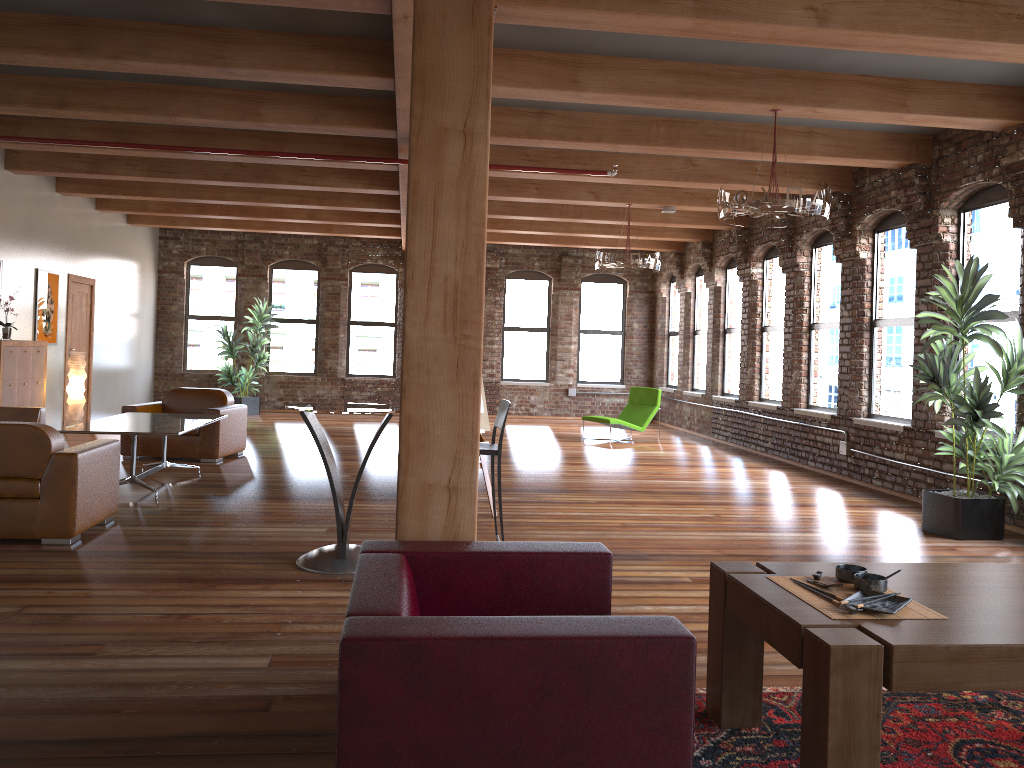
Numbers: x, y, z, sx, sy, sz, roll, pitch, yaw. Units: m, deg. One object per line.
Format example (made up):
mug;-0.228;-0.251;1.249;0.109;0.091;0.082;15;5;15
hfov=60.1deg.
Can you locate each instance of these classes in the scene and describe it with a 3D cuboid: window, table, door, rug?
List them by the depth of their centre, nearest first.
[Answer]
rug;1.563;1.222;2.797;2.461;0.009;1.344;2;2;-7
table;1.617;0.951;2.812;1.750;0.550;0.901;2;1;-7
table;-0.973;0.596;5.196;0.722;0.925;0.721;2;1;18
window;4.029;-0.605;7.553;0.235;2.216;0.968;2;0;-7
table;-3.140;0.605;7.667;0.939;0.560;1.872;2;2;-7
window;3.854;-0.665;9.010;0.232;2.216;0.968;2;0;-7
window;3.683;-0.725;10.468;0.236;2.216;0.968;2;0;-7
window;3.506;-0.786;11.924;0.230;2.216;0.968;2;0;-7
door;-6.144;-0.453;12.430;0.226;2.121;1.030;2;0;-7
window;3.335;-0.846;13.378;0.233;2.216;0.968;2;0;-7
window;3.161;-0.906;14.836;0.231;2.216;0.968;2;0;-7
window;2.984;-0.967;16.319;0.232;2.216;0.968;2;0;-7
window;-5.583;-1.284;16.483;0.968;2.170;0.086;2;-1;-7
window;-4.102;-1.240;16.659;0.968;2.170;0.086;2;-1;-7
window;-2.637;-1.166;16.765;0.968;2.228;0.221;2;0;-7
window;0.279;-1.086;17.113;0.968;2.219;0.218;2;0;-7
window;1.754;-1.043;17.288;0.968;2.219;0.218;2;0;-7

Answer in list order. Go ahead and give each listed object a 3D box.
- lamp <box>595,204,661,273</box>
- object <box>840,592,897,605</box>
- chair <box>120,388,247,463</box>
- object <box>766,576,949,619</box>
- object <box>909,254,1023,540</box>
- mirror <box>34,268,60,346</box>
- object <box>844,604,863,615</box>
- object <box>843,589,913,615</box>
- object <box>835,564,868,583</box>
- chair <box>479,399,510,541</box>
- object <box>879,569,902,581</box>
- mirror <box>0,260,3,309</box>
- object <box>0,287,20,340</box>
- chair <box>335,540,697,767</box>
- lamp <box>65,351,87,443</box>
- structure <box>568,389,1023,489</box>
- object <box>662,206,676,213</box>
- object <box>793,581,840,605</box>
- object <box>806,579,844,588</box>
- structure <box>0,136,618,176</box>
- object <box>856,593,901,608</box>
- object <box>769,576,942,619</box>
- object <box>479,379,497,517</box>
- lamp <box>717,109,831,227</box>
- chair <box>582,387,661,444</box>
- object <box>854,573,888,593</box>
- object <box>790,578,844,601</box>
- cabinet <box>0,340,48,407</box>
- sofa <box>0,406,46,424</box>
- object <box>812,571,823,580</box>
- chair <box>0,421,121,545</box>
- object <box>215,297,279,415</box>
lamp;1.431;-1.801;10.882;0.810;0.815;0.809;2;1;29
object;1.070;0.639;2.652;0.270;0.008;0.007;1;1;-33
chair;-3.565;0.429;9.698;1.064;0.735;0.830;2;1;3
object;1.051;0.658;2.751;0.352;0.001;0.469;2;2;-7
object;3.496;0.094;6.752;0.967;2.104;1.080;2;0;6
mirror;-5.902;-0.965;11.250;0.025;0.952;0.694;2;0;-7
object;0.981;0.651;2.550;0.018;0.021;0.059;2;2;-20
object;1.087;0.653;2.639;0.154;0.018;0.213;4;3;38
object;1.125;0.630;2.937;0.099;0.043;0.099;3;2;19
chair;-0.261;0.584;5.191;0.466;0.982;0.430;2;0;-7
object;1.163;0.610;2.798;0.045;0.080;0.137;2;1;-42
mirror;-5.699;-1.099;9.606;0.025;0.548;0.694;2;1;-7
object;-5.513;-0.772;9.607;0.370;0.589;0.298;2;0;-12
chair;-0.047;0.878;2.634;0.865;0.593;1.071;2;2;-7
lamp;-5.259;0.148;10.719;0.261;1.114;0.270;2;0;38
structure;3.473;0.563;10.634;1.633;0.313;13.717;1;2;-14
object;1.944;-2.167;10.983;0.145;0.072;0.147;2;2;-7
object;0.947;0.649;2.769;0.007;0.008;0.270;2;2;-11
object;1.004;0.636;2.846;0.045;0.030;0.153;1;2;-22
structure;-2.347;-2.178;8.236;6.806;0.112;0.051;2;0;-7
object;1.094;0.641;2.636;0.270;0.008;0.007;0;2;-41
object;1.050;0.657;2.751;0.332;0.003;0.471;2;2;-7
object;-0.538;-0.066;6.833;0.685;2.141;0.701;2;0;43
lamp;1.944;-1.623;6.564;0.810;0.815;0.809;2;1;36
chair;1.624;0.444;13.163;0.955;0.796;0.681;1;1;-32
object;1.142;0.635;2.820;0.099;0.043;0.099;3;2;31
object;0.962;0.648;2.808;0.007;0.008;0.270;2;2;-17
cabinet;-5.551;0.124;9.708;0.418;1.209;1.187;2;1;-7
sofa;-4.929;0.463;7.557;0.951;0.735;2.414;2;2;-7
object;1.013;0.638;2.938;0.018;0.021;0.059;2;2;35
chair;-3.231;0.587;5.752;1.063;0.735;0.831;2;1;-7
object;-4.772;-0.520;15.779;1.079;2.104;0.967;2;0;-29
